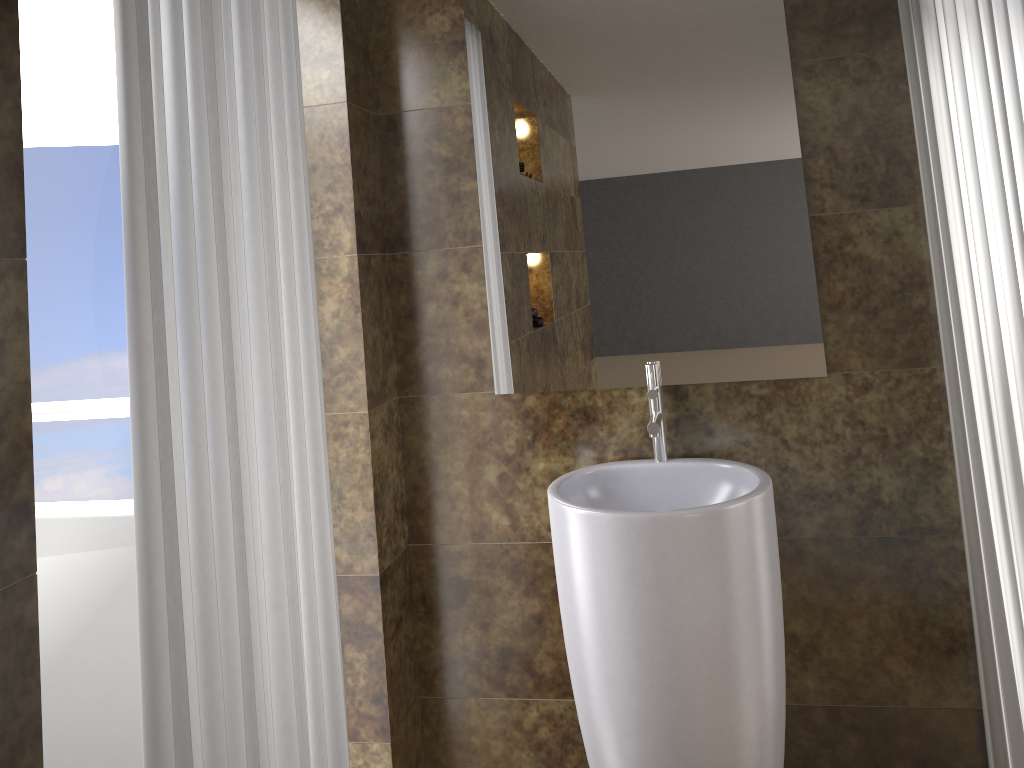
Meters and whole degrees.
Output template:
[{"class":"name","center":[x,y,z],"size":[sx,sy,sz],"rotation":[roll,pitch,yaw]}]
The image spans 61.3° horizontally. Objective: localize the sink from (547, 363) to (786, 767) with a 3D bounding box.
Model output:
[{"class":"sink","center":[0.328,0.550,1.752],"size":[0.456,1.141,0.435],"rotation":[-6,-4,15]}]

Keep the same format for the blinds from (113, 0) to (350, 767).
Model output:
[{"class":"blinds","center":[-0.413,0.084,1.382],"size":[0.067,2.286,0.596],"rotation":[-6,-5,13]}]

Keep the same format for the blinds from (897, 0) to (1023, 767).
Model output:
[{"class":"blinds","center":[1.158,-0.115,1.817],"size":[0.517,2.274,0.067],"rotation":[-6,-5,11]}]

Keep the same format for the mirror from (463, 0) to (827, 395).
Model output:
[{"class":"mirror","center":[0.288,-0.540,2.068],"size":[0.764,1.096,0.008],"rotation":[-5,-5,12]}]

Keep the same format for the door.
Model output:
[{"class":"door","center":[-0.996,0.102,1.986],"size":[0.961,2.237,0.039],"rotation":[-5,-5,2]}]
